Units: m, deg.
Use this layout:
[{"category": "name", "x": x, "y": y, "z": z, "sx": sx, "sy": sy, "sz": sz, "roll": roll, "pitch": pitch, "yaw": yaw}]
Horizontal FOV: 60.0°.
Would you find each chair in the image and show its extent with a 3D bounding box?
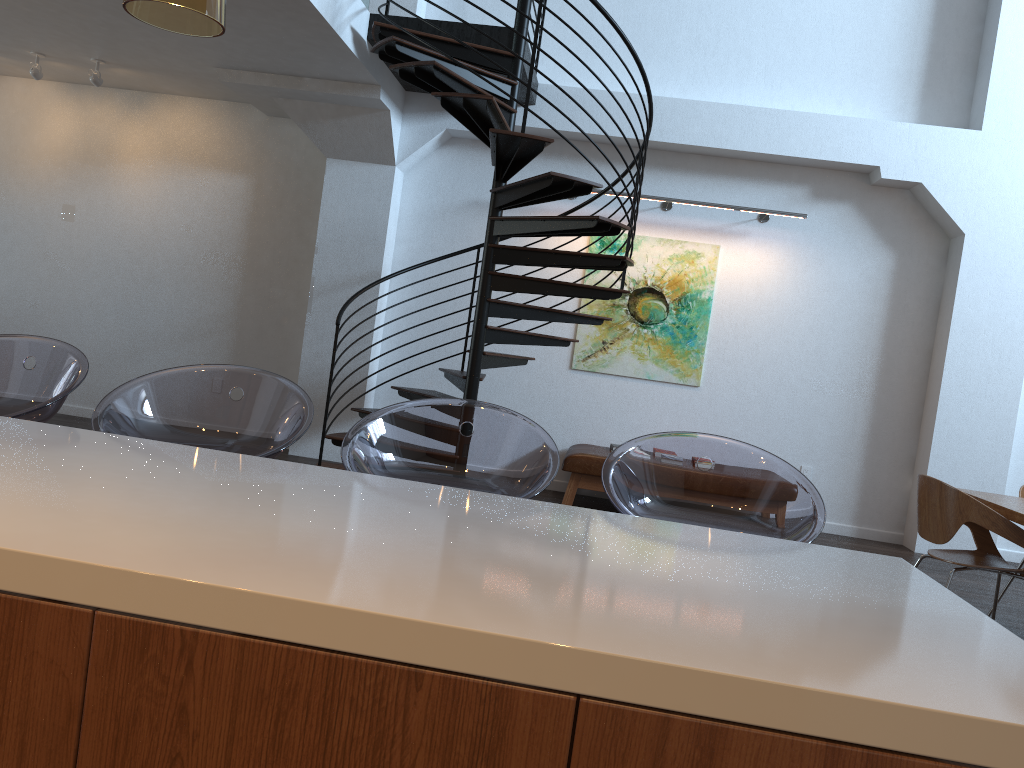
[{"category": "chair", "x": -0.827, "y": 0.460, "z": 2.260, "sx": 0.530, "sy": 1.014, "sz": 0.481, "roll": 8, "pitch": 2, "yaw": 4}, {"category": "chair", "x": 2.251, "y": 0.898, "z": 4.341, "sx": 0.618, "sy": 0.833, "sz": 0.629, "roll": 8, "pitch": 2, "yaw": 1}, {"category": "chair", "x": -0.202, "y": 0.550, "z": 2.177, "sx": 0.530, "sy": 1.014, "sz": 0.481, "roll": 8, "pitch": 2, "yaw": 4}, {"category": "chair", "x": 0.424, "y": 0.639, "z": 2.138, "sx": 0.530, "sy": 1.014, "sz": 0.481, "roll": 8, "pitch": 2, "yaw": 8}, {"category": "chair", "x": 3.060, "y": 0.988, "z": 4.839, "sx": 0.629, "sy": 0.830, "sz": 0.617, "roll": 8, "pitch": 2, "yaw": 6}, {"category": "chair", "x": -1.448, "y": 0.370, "z": 2.326, "sx": 0.530, "sy": 1.014, "sz": 0.481, "roll": 8, "pitch": 2, "yaw": 8}]

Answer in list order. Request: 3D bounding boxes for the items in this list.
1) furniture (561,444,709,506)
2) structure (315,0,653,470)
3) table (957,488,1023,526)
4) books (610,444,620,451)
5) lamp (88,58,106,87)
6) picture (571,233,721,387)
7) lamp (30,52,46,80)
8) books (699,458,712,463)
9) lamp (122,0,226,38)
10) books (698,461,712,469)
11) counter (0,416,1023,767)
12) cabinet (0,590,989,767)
[{"category": "furniture", "x": 1.305, "y": 0.844, "z": 7.086, "sx": 1.819, "sy": 0.453, "sz": 0.907, "roll": 8, "pitch": 2, "yaw": 6}, {"category": "structure", "x": -0.101, "y": -1.284, "z": 6.174, "sx": 1.998, "sy": 4.352, "sz": 1.998, "roll": 6, "pitch": 3, "yaw": -33}, {"category": "table", "x": 4.141, "y": 1.211, "z": 4.143, "sx": 3.803, "sy": 0.750, "sz": 1.012, "roll": 8, "pitch": 2, "yaw": 6}, {"category": "books", "x": 0.913, "y": 0.534, "z": 7.329, "sx": 0.183, "sy": 0.044, "sz": 0.254, "roll": 8, "pitch": 2, "yaw": 1}, {"category": "lamp", "x": -3.337, "y": -2.498, "z": 7.123, "sx": 0.111, "sy": 0.211, "sz": 0.120, "roll": 7, "pitch": 2, "yaw": -20}, {"category": "picture", "x": 1.132, "y": -0.648, "z": 7.529, "sx": 1.095, "sy": 1.200, "sz": 0.010, "roll": 8, "pitch": 2, "yaw": 6}, {"category": "lamp", "x": -3.847, "y": -2.572, "z": 7.178, "sx": 0.111, "sy": 0.211, "sz": 0.120, "roll": 6, "pitch": 3, "yaw": -35}, {"category": "books", "x": 1.551, "y": 0.629, "z": 7.245, "sx": 0.161, "sy": 0.036, "sz": 0.224, "roll": 8, "pitch": 2, "yaw": 0}, {"category": "lamp", "x": -1.327, "y": -1.625, "z": 2.288, "sx": 0.149, "sy": 1.807, "sz": 2.842, "roll": 6, "pitch": 3, "yaw": -45}, {"category": "books", "x": 1.495, "y": 0.632, "z": 6.967, "sx": 0.161, "sy": 0.032, "sz": 0.224, "roll": 8, "pitch": 2, "yaw": 6}, {"category": "counter", "x": 0.113, "y": 0.668, "z": 2.336, "sx": 8.182, "sy": 0.860, "sz": 3.039, "roll": 7, "pitch": 3, "yaw": -23}, {"category": "cabinet", "x": -1.589, "y": 0.484, "z": 1.598, "sx": 4.493, "sy": 0.796, "sz": 0.898, "roll": 8, "pitch": 2, "yaw": 6}]
